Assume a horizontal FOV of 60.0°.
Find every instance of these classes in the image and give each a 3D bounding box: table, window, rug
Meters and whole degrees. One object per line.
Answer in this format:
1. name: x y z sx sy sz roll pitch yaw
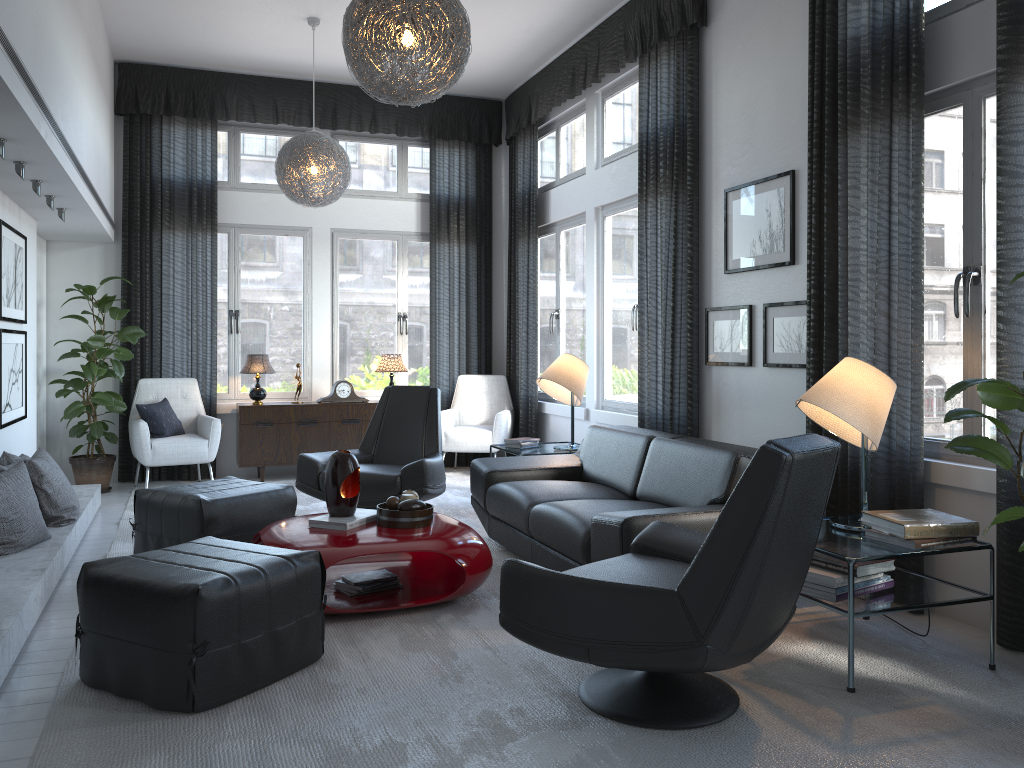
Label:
1. table: 1.205 0.722 3.071 0.593 0.410 0.593 -1 2 -20
2. table: 0.227 0.616 5.733 0.593 0.410 0.593 -1 2 -20
3. window: -0.967 -1.026 7.822 1.268 2.323 0.133 0 0 -20
4. table: -0.622 0.744 3.834 0.942 0.300 0.940 -1 2 -20
5. rug: -0.137 0.901 3.569 2.954 0.032 7.774 -1 2 -20
6. window: -2.298 -1.006 7.333 1.268 2.323 0.133 0 0 -20
7. window: 0.868 -0.948 5.880 0.133 2.323 1.268 0 0 -20
8. window: 1.777 -0.849 3.407 0.133 2.323 1.268 0 0 -20
9. window: 0.378 -1.002 7.212 0.133 2.323 1.268 0 0 -20

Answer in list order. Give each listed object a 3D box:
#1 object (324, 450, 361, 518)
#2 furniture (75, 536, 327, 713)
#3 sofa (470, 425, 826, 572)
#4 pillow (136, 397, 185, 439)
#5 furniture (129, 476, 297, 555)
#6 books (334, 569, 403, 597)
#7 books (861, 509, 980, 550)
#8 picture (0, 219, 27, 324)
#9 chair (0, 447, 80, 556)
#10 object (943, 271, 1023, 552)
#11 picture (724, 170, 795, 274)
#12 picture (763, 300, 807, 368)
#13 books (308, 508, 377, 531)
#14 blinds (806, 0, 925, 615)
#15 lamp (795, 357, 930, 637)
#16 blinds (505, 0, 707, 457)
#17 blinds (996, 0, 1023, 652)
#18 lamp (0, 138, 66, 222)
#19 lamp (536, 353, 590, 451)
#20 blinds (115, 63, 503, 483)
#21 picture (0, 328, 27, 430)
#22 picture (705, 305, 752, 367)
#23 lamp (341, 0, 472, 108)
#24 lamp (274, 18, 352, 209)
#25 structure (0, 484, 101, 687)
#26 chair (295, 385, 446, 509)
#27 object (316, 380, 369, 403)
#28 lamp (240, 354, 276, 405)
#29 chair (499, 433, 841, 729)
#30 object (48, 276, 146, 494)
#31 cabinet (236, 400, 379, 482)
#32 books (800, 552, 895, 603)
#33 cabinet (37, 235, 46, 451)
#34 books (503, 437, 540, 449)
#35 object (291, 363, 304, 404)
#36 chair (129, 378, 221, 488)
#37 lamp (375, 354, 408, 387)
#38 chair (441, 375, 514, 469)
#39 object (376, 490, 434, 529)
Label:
1. object: -0.730 0.425 3.811 0.151 0.280 0.153 0 1 20
2. furniture: -1.010 0.749 2.897 0.599 0.378 0.614 1 2 29
3. sofa: 0.511 0.565 4.276 0.936 0.616 1.906 -1 2 -20
4. pillow: -2.634 0.258 6.658 0.252 0.295 0.357 0 1 6
5. furniture: -1.470 0.690 4.385 0.614 0.378 0.599 1 2 34
6. books: -0.623 0.860 3.853 0.272 0.054 0.204 -2 3 -44
7. books: 1.375 0.488 3.006 0.320 0.075 0.278 -1 2 -16
8. picture: -2.786 -0.606 4.948 0.020 0.523 0.792 0 2 -20
9. chair: -2.405 0.541 4.439 0.391 0.431 1.337 0 2 -20
10. object: 1.516 0.289 2.295 0.784 1.331 0.535 0 0 -10
11. picture: 1.280 -0.829 4.619 0.020 0.467 0.589 0 1 -20
12. picture: 1.374 -0.243 4.365 0.020 0.326 0.428 0 1 -20
13. books: -0.704 0.580 3.820 0.201 0.030 0.306 1 2 25
14. blinds: 1.892 -0.698 2.677 0.189 3.277 3.213 0 1 -20
15. lamp: 1.294 0.392 3.605 0.475 1.015 1.168 0 1 6
16. blinds: 0.485 -0.852 6.506 0.189 3.277 3.213 0 1 -20
17. blinds: 1.902 -0.614 2.643 0.115 3.111 1.081 0 0 -23
18. lamp: -1.961 -0.925 3.308 0.053 0.081 4.256 0 2 -20
19. lamp: 0.657 0.323 5.340 1.168 1.015 0.475 1 1 44
20. blinds: -1.588 -0.890 7.454 3.212 3.277 0.189 0 0 -20
21. picture: -2.786 -0.041 4.948 0.020 0.523 0.792 0 2 -20
22. picture: 1.187 -0.263 4.873 0.020 0.326 0.428 0 1 -20
23. lamp: -0.411 -1.753 3.499 0.515 1.306 0.512 0 0 -26
24. lamp: -1.360 -1.856 6.076 0.512 1.306 0.515 0 0 -26
25. structure: -1.680 0.871 2.454 0.393 0.135 7.212 -1 2 -20
26. chair: -0.741 0.426 5.316 0.840 0.810 0.805 0 1 18
27. object: -1.394 0.061 7.300 0.406 0.180 0.181 -1 1 -20
28. lamp: -2.024 -0.037 7.055 0.280 0.397 0.281 0 1 6
29. chair: 0.515 0.535 2.596 0.804 0.810 0.840 1 2 43
30. object: -3.013 0.003 6.431 0.936 1.589 0.639 0 0 25
31. cabinet: -1.526 0.458 7.287 1.399 0.612 0.386 -1 1 -20
32. books: 1.103 0.626 2.957 0.322 0.116 0.279 -1 2 -35
33. cabinet: -3.473 -0.138 6.255 0.191 1.895 1.172 0 1 -20
34. books: 0.063 0.387 5.827 0.161 0.050 0.215 2 3 42
35. object: -1.741 -0.006 7.189 0.096 0.324 0.096 0 0 -21
36. chair: -2.554 0.374 6.692 0.594 0.823 0.613 0 1 -30
37. lamp: -1.009 -0.052 7.428 0.280 0.397 0.281 0 1 6
38. chair: -0.304 0.342 7.503 0.594 0.823 0.613 0 1 10
39. object: -0.459 0.534 3.801 0.242 0.133 0.242 1 2 17
